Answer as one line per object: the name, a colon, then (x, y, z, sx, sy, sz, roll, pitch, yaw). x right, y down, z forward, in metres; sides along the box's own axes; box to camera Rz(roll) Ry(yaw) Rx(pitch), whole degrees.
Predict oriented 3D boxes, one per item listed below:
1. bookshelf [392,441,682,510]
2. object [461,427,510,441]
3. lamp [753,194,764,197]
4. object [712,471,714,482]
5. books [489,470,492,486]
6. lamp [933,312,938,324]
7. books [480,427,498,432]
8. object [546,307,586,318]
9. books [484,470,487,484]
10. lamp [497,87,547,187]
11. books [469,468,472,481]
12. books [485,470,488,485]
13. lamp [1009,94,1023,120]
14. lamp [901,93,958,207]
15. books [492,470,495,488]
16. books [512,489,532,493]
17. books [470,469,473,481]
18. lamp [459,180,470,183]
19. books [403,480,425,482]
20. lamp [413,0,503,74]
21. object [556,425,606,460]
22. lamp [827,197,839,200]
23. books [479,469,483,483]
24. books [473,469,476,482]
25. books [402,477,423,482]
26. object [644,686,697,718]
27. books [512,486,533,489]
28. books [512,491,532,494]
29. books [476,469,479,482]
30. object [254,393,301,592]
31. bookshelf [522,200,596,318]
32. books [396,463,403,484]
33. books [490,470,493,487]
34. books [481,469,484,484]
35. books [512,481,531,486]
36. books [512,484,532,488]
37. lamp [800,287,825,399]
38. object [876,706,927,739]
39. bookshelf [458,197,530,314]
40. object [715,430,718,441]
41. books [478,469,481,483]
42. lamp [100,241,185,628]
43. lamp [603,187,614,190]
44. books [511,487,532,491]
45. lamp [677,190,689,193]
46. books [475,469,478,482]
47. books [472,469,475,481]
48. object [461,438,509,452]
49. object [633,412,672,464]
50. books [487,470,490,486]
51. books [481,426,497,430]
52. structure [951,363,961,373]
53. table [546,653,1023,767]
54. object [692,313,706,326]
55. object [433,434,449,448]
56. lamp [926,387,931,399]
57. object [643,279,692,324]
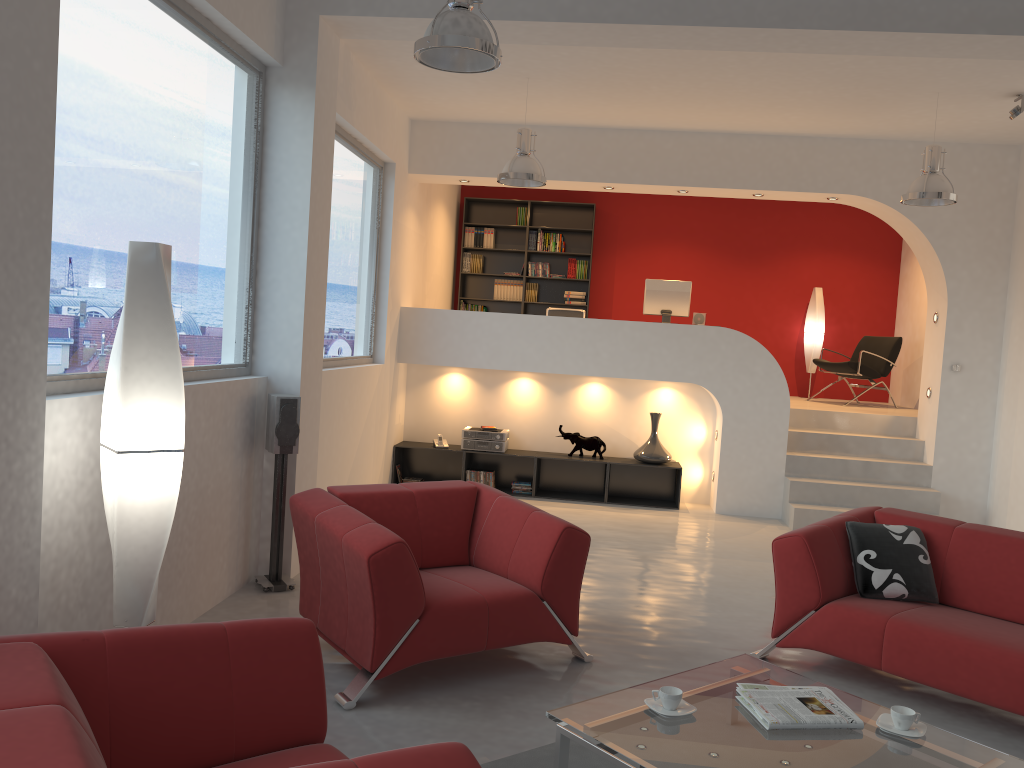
bookshelf: (0.236, 0.880, 8.669, 2.764, 0.397, 0.405, 4, 3, 6)
object: (-0.257, 0.488, 8.706, 0.430, 0.077, 0.349, 4, 3, 6)
lamp: (2.315, -1.773, 8.337, 0.105, 0.011, 0.105, 3, 3, -6)
object: (1.944, 0.893, 8.572, 0.011, 0.105, 0.105, 4, 3, 6)
books: (-0.211, 0.943, 8.645, 0.031, 0.190, 0.135, 4, 3, 6)
lamp: (3.929, -0.613, 8.226, 0.011, 0.105, 0.105, 4, 3, 6)
books: (-0.225, 0.446, 8.668, 0.135, 0.015, 0.190, 3, 3, -14)
object: (0.554, -0.660, 9.062, 0.397, 0.217, 0.458, 4, 3, 6)
books: (-0.256, 0.939, 8.650, 0.031, 0.190, 0.135, 4, 3, 6)
lamp: (0.099, -1.942, 6.790, 0.379, 0.800, 0.379, 2, 3, -23)
books: (-0.405, 0.929, 8.665, 0.031, 0.190, 0.135, 4, 3, 6)
books: (-0.241, 0.940, 8.648, 0.031, 0.190, 0.135, 4, 3, 6)
lamp: (3.656, -1.998, 6.408, 0.118, 0.176, 0.112, 1, 4, -42)
lamp: (3.085, -1.732, 6.491, 0.379, 0.800, 0.379, 2, 3, -23)
books: (-0.181, 0.945, 8.642, 0.031, 0.190, 0.135, 4, 3, 6)
books: (0.106, 1.035, 8.668, 0.190, 0.015, 0.135, 4, 3, 6)
books: (-0.390, 0.930, 8.663, 0.031, 0.190, 0.135, 4, 3, 6)
lamp: (-0.464, -1.969, 8.615, 0.105, 0.011, 0.105, 4, 3, 9)
books: (-0.969, 0.959, 8.775, 0.190, 0.015, 0.135, 4, 3, 6)
lamp: (-0.210, -1.796, 3.810, 0.379, 0.800, 0.379, 6, 4, 34)
object: (0.673, 0.562, 8.633, 0.507, 0.296, 0.191, 5, 3, 21)
lamp: (2.991, -1.726, 8.269, 0.105, 0.011, 0.105, 3, 3, -6)
books: (-0.300, 0.936, 8.654, 0.031, 0.190, 0.135, 4, 3, 6)
books: (-0.360, 0.932, 8.660, 0.031, 0.190, 0.135, 4, 3, 6)
books: (-0.984, 0.943, 8.776, 0.190, 0.015, 0.135, 4, 3, 6)
object: (0.544, 1.083, 3.035, 0.153, 0.069, 0.153, 2, 4, -28)
books: (0.104, 1.004, 8.666, 0.190, 0.015, 0.135, 4, 3, 6)
books: (0.099, 1.049, 8.669, 0.190, 0.015, 0.135, 4, 3, 1)
books: (-0.330, 0.934, 8.657, 0.031, 0.190, 0.135, 4, 3, 6)
object: (-1.335, 0.618, 5.095, 0.214, 1.112, 0.229, 2, 4, -29)
bookshelf: (0.566, -1.152, 11.157, 0.816, 2.213, 0.305, 4, 3, 6)
books: (-1.106, 0.885, 8.735, 0.063, 0.187, 0.135, 4, 3, 6)
books: (-0.196, 0.944, 8.644, 0.031, 0.190, 0.135, 4, 3, 6)
books: (-0.285, 0.937, 8.653, 0.031, 0.190, 0.135, 4, 3, 6)
books: (0.092, 0.974, 8.666, 0.190, 0.015, 0.135, 4, 3, 1)
books: (0.100, 0.990, 8.659, 0.190, 0.015, 0.135, 4, 3, 6)
lamp: (3.678, -0.498, 10.824, 0.237, 1.349, 0.237, 4, 3, 14)
object: (1.317, 1.136, 2.995, 0.153, 0.069, 0.153, 6, 4, 32)
bookshelf: (-0.244, -1.209, 11.238, 0.816, 2.213, 0.305, 4, 3, 6)
object: (1.970, 0.495, 8.550, 0.011, 0.105, 0.105, 4, 3, 6)
books: (-0.315, 0.935, 8.656, 0.031, 0.190, 0.135, 4, 3, 6)
lamp: (-1.337, 0.389, 3.187, 0.313, 1.779, 0.313, 4, 3, -2)
lamp: (0.926, -1.871, 8.476, 0.105, 0.011, 0.105, 3, 3, -6)
books: (0.097, 1.019, 8.668, 0.190, 0.015, 0.135, 4, 3, 11)
lamp: (1.620, -1.822, 8.406, 0.105, 0.011, 0.105, 3, 3, -6)
books: (-0.345, 0.933, 8.659, 0.031, 0.190, 0.135, 4, 3, 6)
books: (-0.375, 0.931, 8.662, 0.031, 0.190, 0.135, 4, 3, 6)
object: (-0.264, 0.586, 8.703, 0.430, 0.100, 0.365, 4, 3, 6)
object: (1.366, 0.520, 8.535, 0.369, 0.481, 0.369, 2, 4, -29)
books: (-0.226, 0.941, 8.647, 0.031, 0.190, 0.135, 4, 3, 6)
books: (-0.226, 0.430, 8.677, 0.135, 0.015, 0.190, 3, 3, -9)
structure: (3.998, -0.144, 7.982, 0.080, 0.080, 0.016, 4, 3, 6)
table: (0.893, 1.293, 2.869, 1.097, 0.286, 1.162, 1, 4, -39)
object: (1.871, -0.638, 8.897, 0.133, 0.147, 0.151, 3, 3, -11)
object: (-0.694, 0.552, 8.667, 0.130, 0.117, 0.146, 3, 3, -19)
lamp: (3.884, 0.083, 8.265, 0.011, 0.105, 0.105, 4, 3, 6)
object: (1.549, -0.811, 8.871, 0.458, 0.452, 0.230, 4, 3, 6)
